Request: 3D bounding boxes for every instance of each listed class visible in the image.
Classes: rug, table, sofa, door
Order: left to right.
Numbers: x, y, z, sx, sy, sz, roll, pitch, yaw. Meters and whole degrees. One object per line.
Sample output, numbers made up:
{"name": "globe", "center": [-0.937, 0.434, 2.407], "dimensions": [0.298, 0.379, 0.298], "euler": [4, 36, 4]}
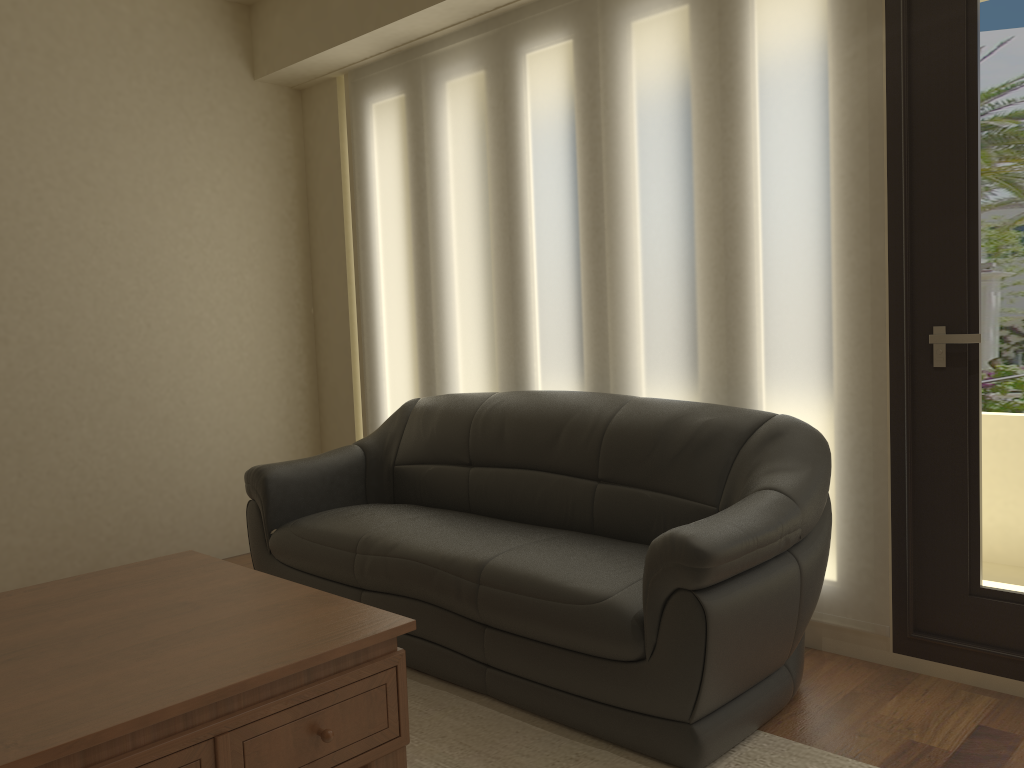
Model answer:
{"name": "table", "center": [-1.012, 0.860, 2.261], "dimensions": [1.213, 0.482, 1.045], "euler": [1, 5, 44]}
{"name": "rug", "center": [-0.615, 1.092, 2.149], "dimensions": [3.592, 0.011, 2.482], "euler": [1, 5, 44]}
{"name": "sofa", "center": [-0.031, 0.514, 3.373], "dimensions": [2.337, 0.918, 0.944], "euler": [1, 5, 44]}
{"name": "door", "center": [1.628, -0.294, 2.588], "dimensions": [1.011, 2.420, 0.118], "euler": [1, 5, 44]}

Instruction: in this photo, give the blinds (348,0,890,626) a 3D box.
{"name": "blinds", "center": [0.193, -0.434, 3.867], "dimensions": [2.830, 2.453, 0.002], "euler": [1, 5, 44]}
